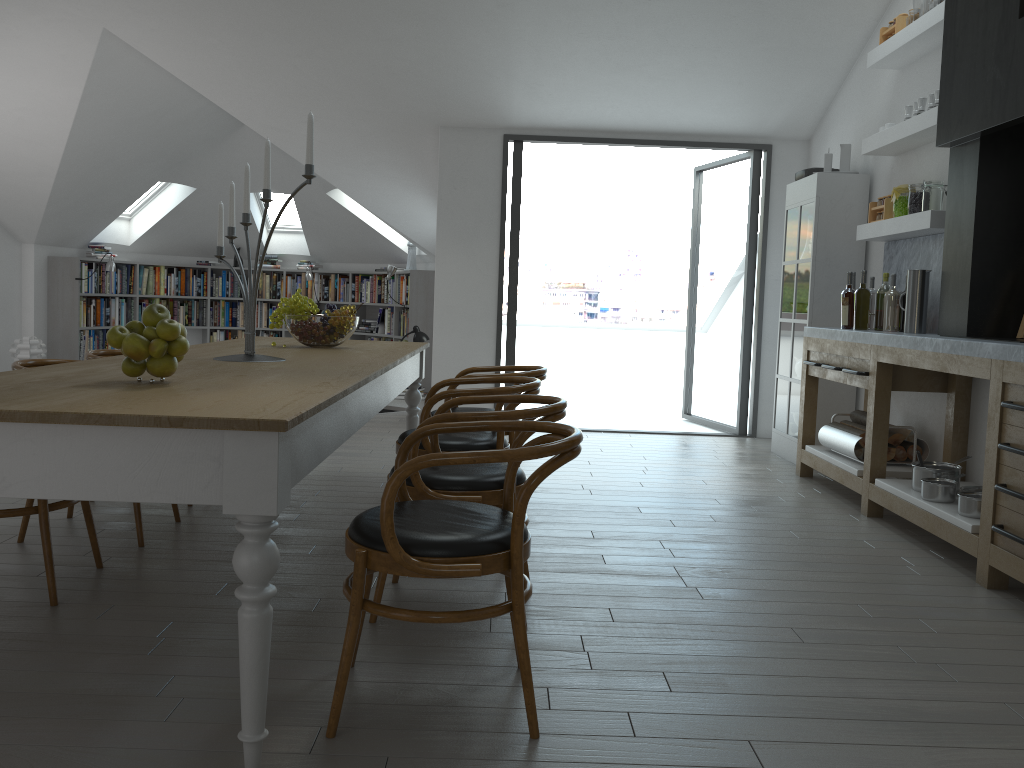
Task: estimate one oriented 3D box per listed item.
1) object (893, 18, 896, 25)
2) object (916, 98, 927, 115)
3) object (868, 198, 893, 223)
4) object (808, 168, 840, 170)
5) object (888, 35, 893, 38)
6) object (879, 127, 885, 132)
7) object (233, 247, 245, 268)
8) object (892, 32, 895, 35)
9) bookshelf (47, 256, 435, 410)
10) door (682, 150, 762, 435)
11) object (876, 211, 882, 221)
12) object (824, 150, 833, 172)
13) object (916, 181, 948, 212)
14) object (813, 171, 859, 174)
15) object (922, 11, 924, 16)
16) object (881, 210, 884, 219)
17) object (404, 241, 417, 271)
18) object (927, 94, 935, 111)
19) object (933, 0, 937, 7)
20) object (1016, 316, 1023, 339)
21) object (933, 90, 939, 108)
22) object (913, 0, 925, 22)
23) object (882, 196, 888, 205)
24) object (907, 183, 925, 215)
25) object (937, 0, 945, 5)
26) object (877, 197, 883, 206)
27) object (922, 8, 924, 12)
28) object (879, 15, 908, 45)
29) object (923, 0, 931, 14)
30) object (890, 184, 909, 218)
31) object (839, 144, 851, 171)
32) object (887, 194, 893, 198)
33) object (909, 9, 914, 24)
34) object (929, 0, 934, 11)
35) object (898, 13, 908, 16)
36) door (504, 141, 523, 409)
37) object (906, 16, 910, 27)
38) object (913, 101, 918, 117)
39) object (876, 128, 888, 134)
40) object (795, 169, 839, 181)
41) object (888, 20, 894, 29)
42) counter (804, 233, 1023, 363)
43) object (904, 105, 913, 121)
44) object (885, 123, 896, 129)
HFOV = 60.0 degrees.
[{"bbox_3d":[2.348,-2.191,5.391,0.058,0.075,0.059,4,5,23],"label":"object"},{"bbox_3d":[2.297,-1.541,4.971,0.064,0.124,0.068,2,4,-7],"label":"object"},{"bbox_3d":[2.305,-1.059,5.461,0.120,0.146,0.237,2,5,-1],"label":"object"},{"bbox_3d":[2.211,-1.473,6.375,0.238,0.119,0.238,2,5,-1],"label":"object"},{"bbox_3d":[2.344,-2.111,5.463,0.058,0.075,0.059,4,5,23],"label":"object"},{"bbox_3d":[2.313,-1.560,5.496,0.057,0.061,0.058,2,4,-1],"label":"object"},{"bbox_3d":[-3.545,-1.643,11.513,0.147,0.264,0.202,2,4,-4],"label":"object"},{"bbox_3d":[2.345,-2.105,5.396,0.058,0.075,0.059,4,5,23],"label":"object"},{"bbox_3d":[-2.982,-0.489,10.861,4.332,1.877,2.113,2,5,-1],"label":"bookshelf"},{"bbox_3d":[1.828,-0.795,7.822,0.080,2.342,1.053,1,4,-15],"label":"door"},{"bbox_3d":[2.305,-1.042,5.531,0.058,0.075,0.059,4,5,23],"label":"object"},{"bbox_3d":[2.170,-1.524,6.083,0.054,0.196,0.054,4,4,24],"label":"object"},{"bbox_3d":[2.297,-1.013,4.785,0.207,0.177,0.103,4,4,22],"label":"object"},{"bbox_3d":[2.216,-1.430,6.067,0.295,0.025,0.151,4,6,23],"label":"object"},{"bbox_3d":[2.380,-2.068,5.050,0.093,0.093,0.094,5,5,32],"label":"object"},{"bbox_3d":[2.305,-1.036,5.464,0.058,0.075,0.059,4,5,23],"label":"object"},{"bbox_3d":[-1.184,-1.565,10.499,0.179,0.472,0.179,3,4,8],"label":"object"},{"bbox_3d":[2.311,-1.532,4.877,0.064,0.124,0.068,2,4,-7],"label":"object"},{"bbox_3d":[2.291,-2.047,4.762,0.071,0.098,0.071,-1,5,-36],"label":"object"},{"bbox_3d":[2.455,-0.366,4.146,0.148,0.335,0.081,1,4,-10],"label":"object"},{"bbox_3d":[2.303,-1.524,4.784,0.064,0.124,0.068,2,4,-7],"label":"object"},{"bbox_3d":[2.276,-2.110,4.965,0.063,0.186,0.063,0,5,-32],"label":"object"},{"bbox_3d":[2.308,-1.121,5.459,0.058,0.075,0.059,4,5,23],"label":"object"},{"bbox_3d":[2.294,-1.037,5.000,0.120,0.182,0.120,3,4,14],"label":"object"},{"bbox_3d":[2.278,-2.084,4.688,0.063,0.186,0.063,0,5,-32],"label":"object"},{"bbox_3d":[2.308,-1.128,5.526,0.058,0.075,0.059,4,5,23],"label":"object"},{"bbox_3d":[2.384,-2.112,5.123,0.048,0.169,0.048,3,4,7],"label":"object"},{"bbox_3d":[2.344,-2.129,5.393,0.120,0.146,0.237,2,5,-1],"label":"object"},{"bbox_3d":[2.337,-2.106,4.984,0.054,0.178,0.054,0,4,-24],"label":"object"},{"bbox_3d":[2.290,-1.062,5.199,0.128,0.199,0.164,2,4,-6],"label":"object"},{"bbox_3d":[2.267,-1.524,6.038,0.072,0.210,0.071,4,4,23],"label":"object"},{"bbox_3d":[2.309,-1.115,5.392,0.058,0.075,0.059,4,5,23],"label":"object"},{"bbox_3d":[2.290,-2.073,5.039,0.071,0.098,0.071,-1,5,-36],"label":"object"},{"bbox_3d":[2.319,-2.046,4.840,0.077,0.085,0.077,5,5,32],"label":"object"},{"bbox_3d":[2.348,-2.185,5.324,0.058,0.075,0.059,4,5,23],"label":"object"},{"bbox_3d":[0.006,-0.863,7.830,0.080,2.342,1.053,2,4,-1],"label":"door"},{"bbox_3d":[2.317,-2.072,5.117,0.077,0.085,0.077,5,5,32],"label":"object"},{"bbox_3d":[2.311,-1.549,5.057,0.064,0.124,0.068,2,4,-7],"label":"object"},{"bbox_3d":[2.311,-1.531,5.423,0.113,0.025,0.295,2,5,-1],"label":"object"},{"bbox_3d":[2.211,-1.463,6.376,0.298,0.119,0.299,2,5,-1],"label":"object"},{"bbox_3d":[2.348,-2.197,5.458,0.058,0.075,0.059,4,5,23],"label":"object"},{"bbox_3d":[2.391,-0.290,2.416,0.961,0.618,6.590,2,5,-1],"label":"counter"},{"bbox_3d":[2.310,-1.559,5.168,0.064,0.124,0.068,2,4,-7],"label":"object"},{"bbox_3d":[2.312,-1.559,5.422,0.054,0.071,0.054,2,4,-1],"label":"object"}]
